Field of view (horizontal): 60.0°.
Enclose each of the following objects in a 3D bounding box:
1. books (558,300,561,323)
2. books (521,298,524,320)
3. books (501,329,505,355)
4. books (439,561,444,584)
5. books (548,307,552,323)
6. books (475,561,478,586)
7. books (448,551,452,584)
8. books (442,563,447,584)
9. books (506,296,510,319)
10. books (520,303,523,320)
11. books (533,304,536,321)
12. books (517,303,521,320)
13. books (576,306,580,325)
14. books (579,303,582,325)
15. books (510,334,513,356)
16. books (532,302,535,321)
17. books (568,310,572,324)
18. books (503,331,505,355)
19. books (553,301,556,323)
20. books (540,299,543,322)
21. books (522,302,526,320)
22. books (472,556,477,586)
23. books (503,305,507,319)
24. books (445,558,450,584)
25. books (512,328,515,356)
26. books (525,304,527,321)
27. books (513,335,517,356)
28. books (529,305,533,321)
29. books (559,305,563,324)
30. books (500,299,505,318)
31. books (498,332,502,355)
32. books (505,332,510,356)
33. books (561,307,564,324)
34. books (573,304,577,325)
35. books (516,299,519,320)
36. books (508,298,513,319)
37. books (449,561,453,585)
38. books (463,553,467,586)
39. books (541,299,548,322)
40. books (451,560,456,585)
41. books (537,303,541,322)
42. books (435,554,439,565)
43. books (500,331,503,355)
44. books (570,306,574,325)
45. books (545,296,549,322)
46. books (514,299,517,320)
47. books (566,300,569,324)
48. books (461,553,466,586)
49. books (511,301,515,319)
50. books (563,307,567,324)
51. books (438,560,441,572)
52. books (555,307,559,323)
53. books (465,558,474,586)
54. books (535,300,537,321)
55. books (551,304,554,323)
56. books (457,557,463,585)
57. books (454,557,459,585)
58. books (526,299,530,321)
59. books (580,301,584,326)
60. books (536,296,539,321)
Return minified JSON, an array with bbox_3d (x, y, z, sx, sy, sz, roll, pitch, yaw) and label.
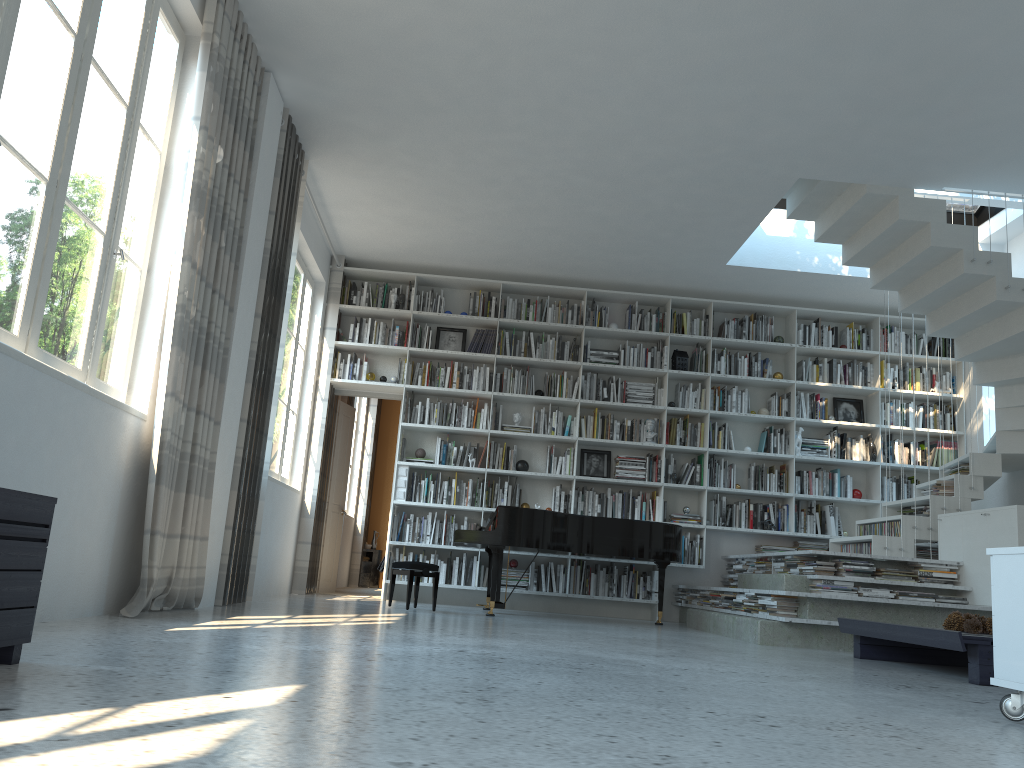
[{"bbox_3d":[0.463,-0.678,8.854,0.014,0.266,0.192,5,-12,-2],"label":"books"},{"bbox_3d":[0.101,-0.705,8.851,0.010,0.263,0.161,5,-12,-2],"label":"books"},{"bbox_3d":[-0.095,-0.379,8.799,0.014,0.308,0.130,5,-12,-2],"label":"books"},{"bbox_3d":[-0.662,1.766,8.306,0.028,0.206,0.171,5,-12,-2],"label":"books"},{"bbox_3d":[0.368,-0.646,8.852,0.031,0.189,0.182,5,-12,-2],"label":"books"},{"bbox_3d":[-0.333,1.777,8.301,0.017,0.232,0.213,5,-12,-2],"label":"books"},{"bbox_3d":[-0.585,1.727,8.342,0.013,0.309,0.131,5,-12,-2],"label":"books"},{"bbox_3d":[-0.633,1.776,8.298,0.031,0.187,0.190,5,-12,-2],"label":"books"},{"bbox_3d":[-0.048,-0.721,8.869,0.021,0.278,0.141,5,-12,-2],"label":"books"},{"bbox_3d":[0.087,-0.679,8.843,0.015,0.207,0.167,5,-12,-2],"label":"books"},{"bbox_3d":[0.218,-0.672,8.847,0.011,0.215,0.160,5,-12,-2],"label":"books"},{"bbox_3d":[0.066,-0.684,8.829,0.029,0.207,0.179,5,-12,-2],"label":"books"},{"bbox_3d":[0.650,-0.642,8.858,0.026,0.225,0.172,5,-12,-2],"label":"books"},{"bbox_3d":[0.671,-0.659,8.870,0.014,0.266,0.172,5,-12,-2],"label":"books"},{"bbox_3d":[-0.007,-0.352,8.775,0.011,0.259,0.157,5,-12,-2],"label":"books"},{"bbox_3d":[0.206,-0.681,8.856,0.013,0.234,0.155,5,-12,-2],"label":"books"},{"bbox_3d":[0.565,-0.628,8.853,0.031,0.184,0.177,5,-12,-2],"label":"books"},{"bbox_3d":[-0.083,-0.372,8.775,0.010,0.286,0.148,5,-12,-2],"label":"books"},{"bbox_3d":[0.419,-0.679,8.871,0.014,0.268,0.156,5,-12,-2],"label":"books"},{"bbox_3d":[0.284,-0.696,8.855,0.013,0.275,0.165,5,-12,-2],"label":"books"},{"bbox_3d":[0.116,-0.684,8.874,0.025,0.234,0.130,5,-12,-2],"label":"books"},{"bbox_3d":[-0.356,1.763,8.346,0.027,0.275,0.144,5,-12,-2],"label":"books"},{"bbox_3d":[-0.074,-0.678,8.849,0.024,0.182,0.133,5,-12,-2],"label":"books"},{"bbox_3d":[-0.604,1.751,8.305,0.023,0.243,0.188,5,-12,-2],"label":"books"},{"bbox_3d":[0.006,-0.380,8.772,0.012,0.314,0.172,5,-12,-2],"label":"books"},{"bbox_3d":[0.134,-0.675,8.865,0.012,0.215,0.150,5,-12,-2],"label":"books"},{"bbox_3d":[0.025,-0.342,8.767,0.031,0.241,0.181,5,-12,-2],"label":"books"},{"bbox_3d":[0.183,-0.666,8.855,0.030,0.201,0.152,5,-12,-2],"label":"books"},{"bbox_3d":[0.479,-0.656,8.858,0.021,0.228,0.161,5,-12,-2],"label":"books"},{"bbox_3d":[-0.098,-0.710,8.838,0.029,0.237,0.156,5,-12,-2],"label":"books"},{"bbox_3d":[-0.127,-0.363,8.758,0.023,0.255,0.175,5,-12,-2],"label":"books"},{"bbox_3d":[-0.046,-0.361,8.782,0.067,0.274,0.168,5,-12,-2],"label":"books"},{"bbox_3d":[0.496,-0.647,8.844,0.013,0.206,0.178,5,-12,-2],"label":"books"},{"bbox_3d":[0.623,-0.657,8.881,0.029,0.260,0.151,5,-12,-2],"label":"books"},{"bbox_3d":[0.046,-0.704,8.845,0.012,0.249,0.174,5,-12,-2],"label":"books"},{"bbox_3d":[-0.022,-0.711,8.848,0.031,0.254,0.146,5,-12,-2],"label":"books"},{"bbox_3d":[-0.570,1.775,8.332,0.024,0.213,0.137,5,-12,-2],"label":"books"},{"bbox_3d":[-0.438,1.737,8.322,0.012,0.303,0.166,5,-12,-2],"label":"books"},{"bbox_3d":[0.316,-0.693,8.853,0.052,0.272,0.173,5,-12,-2],"label":"books"},{"bbox_3d":[-0.546,1.769,8.322,0.022,0.224,0.141,5,-12,-2],"label":"books"},{"bbox_3d":[0.261,-0.675,8.865,0.029,0.235,0.130,5,-12,-2],"label":"books"},{"bbox_3d":[-0.708,1.733,8.311,0.025,0.265,0.160,5,-12,-2],"label":"books"},{"bbox_3d":[-0.108,-0.372,8.776,0.013,0.283,0.159,5,-12,-2],"label":"books"},{"bbox_3d":[0.595,-0.649,8.869,0.026,0.236,0.149,5,-12,-2],"label":"books"},{"bbox_3d":[0.350,-0.708,8.872,0.014,0.314,0.166,5,-12,-2],"label":"books"},{"bbox_3d":[0.028,-0.705,8.849,0.023,0.251,0.171,5,-12,-2],"label":"books"},{"bbox_3d":[0.547,-0.678,8.868,0.013,0.285,0.160,5,-12,-2],"label":"books"},{"bbox_3d":[-0.455,1.740,8.323,0.021,0.295,0.188,5,-12,-2],"label":"books"},{"bbox_3d":[0.004,-0.692,8.842,0.023,0.219,0.181,5,-12,-2],"label":"books"},{"bbox_3d":[0.515,-0.643,8.841,0.026,0.199,0.187,5,-12,-2],"label":"books"},{"bbox_3d":[-0.687,1.759,8.307,0.021,0.217,0.191,5,-12,-2],"label":"books"},{"bbox_3d":[0.438,-0.648,8.875,0.029,0.213,0.142,5,-12,-2],"label":"books"},{"bbox_3d":[-0.403,1.769,8.341,0.065,0.255,0.156,5,-12,-2],"label":"books"},{"bbox_3d":[0.232,-0.689,8.851,0.013,0.251,0.184,5,-12,-2],"label":"books"},{"bbox_3d":[0.398,-0.664,8.866,0.026,0.235,0.134,5,-12,-2],"label":"books"},{"bbox_3d":[-0.488,1.759,8.348,0.040,0.263,0.137,5,-12,-2],"label":"books"},{"bbox_3d":[-0.521,1.756,8.323,0.027,0.255,0.179,5,-12,-2],"label":"books"},{"bbox_3d":[0.156,-0.699,8.869,0.028,0.267,0.152,5,-12,-2],"label":"books"},{"bbox_3d":[0.692,-0.668,8.869,0.026,0.288,0.176,5,-12,-2],"label":"books"},{"bbox_3d":[0.245,-0.710,8.859,0.010,0.298,0.151,5,-12,-2],"label":"books"}]
